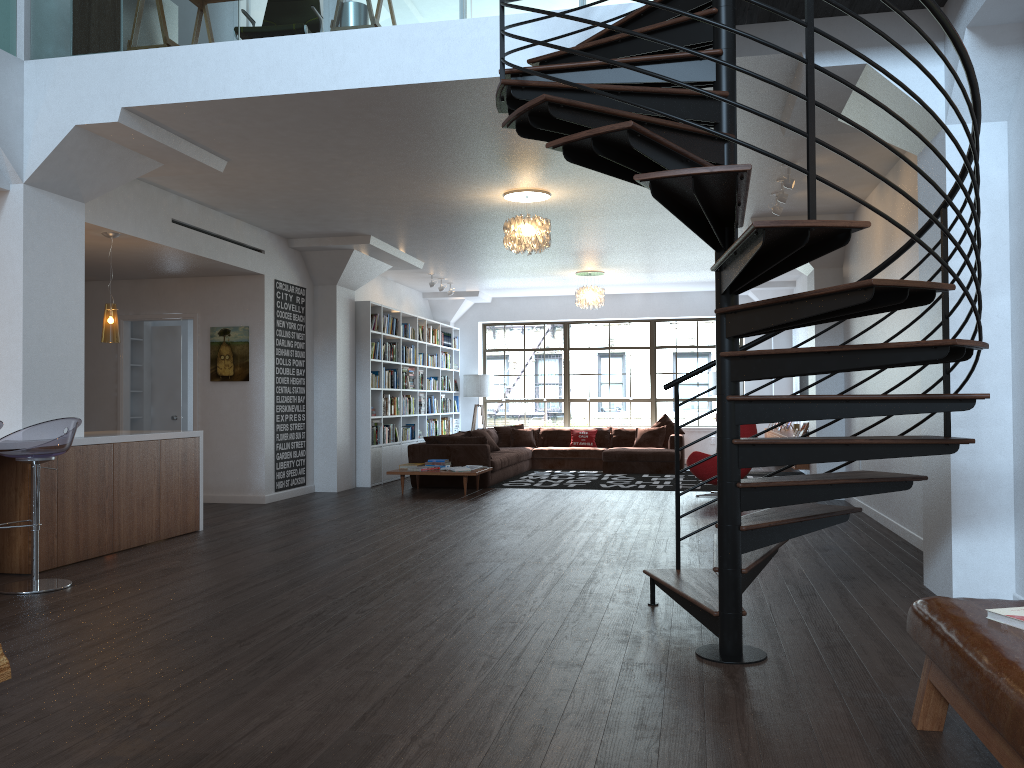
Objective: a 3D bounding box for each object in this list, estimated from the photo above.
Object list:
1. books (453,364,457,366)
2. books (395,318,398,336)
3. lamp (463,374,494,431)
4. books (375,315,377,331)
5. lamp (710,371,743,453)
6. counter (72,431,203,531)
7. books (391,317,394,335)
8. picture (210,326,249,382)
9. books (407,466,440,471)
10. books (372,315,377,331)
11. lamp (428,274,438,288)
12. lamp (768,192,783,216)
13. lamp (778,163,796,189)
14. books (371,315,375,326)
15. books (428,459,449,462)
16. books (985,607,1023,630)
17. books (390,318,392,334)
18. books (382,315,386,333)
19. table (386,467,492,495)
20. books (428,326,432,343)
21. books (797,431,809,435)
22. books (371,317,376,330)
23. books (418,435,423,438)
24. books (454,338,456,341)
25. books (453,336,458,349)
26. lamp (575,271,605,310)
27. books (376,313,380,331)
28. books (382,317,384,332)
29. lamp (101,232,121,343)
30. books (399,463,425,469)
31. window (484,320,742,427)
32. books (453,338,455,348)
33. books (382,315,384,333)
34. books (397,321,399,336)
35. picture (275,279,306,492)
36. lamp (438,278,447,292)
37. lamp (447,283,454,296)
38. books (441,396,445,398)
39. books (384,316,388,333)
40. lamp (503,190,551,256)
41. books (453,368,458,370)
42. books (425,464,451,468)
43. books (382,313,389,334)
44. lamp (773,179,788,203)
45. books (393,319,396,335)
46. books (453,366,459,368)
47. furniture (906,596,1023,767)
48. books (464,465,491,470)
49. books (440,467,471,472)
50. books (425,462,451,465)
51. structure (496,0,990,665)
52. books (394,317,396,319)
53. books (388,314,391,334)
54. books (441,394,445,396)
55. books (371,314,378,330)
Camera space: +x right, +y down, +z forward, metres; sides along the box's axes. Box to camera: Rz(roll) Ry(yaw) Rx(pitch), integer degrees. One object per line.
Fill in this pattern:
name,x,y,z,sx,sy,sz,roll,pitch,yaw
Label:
books,-1.117,-0.334,15.684,0.174,0.032,0.254,1,-2,-43
books,-1.718,-0.804,12.608,0.182,0.255,0.077,-1,-1,12
lamp,-0.594,0.626,15.881,0.545,1.579,0.545,0,-1,1
books,-1.879,-0.805,11.810,0.161,0.222,0.084,-1,-1,12
lamp,3.610,0.581,14.916,0.545,1.579,0.545,-1,-1,23
counter,-3.000,0.756,3.727,3.039,0.860,8.182,0,-1,-18
books,-1.750,-0.806,12.421,0.182,0.253,0.098,-1,-1,12
picture,-3.107,-0.330,9.753,0.450,0.600,0.030,-1,-1,12
books,-1.074,1.027,10.770,0.236,0.035,0.340,-1,-1,37
books,-1.888,-0.803,11.777,0.161,0.218,0.101,-1,-1,12
lamp,-1.183,-1.529,13.138,0.120,0.211,0.111,1,-2,-44
lamp,2.433,-1.651,8.142,0.120,0.211,0.111,1,-2,-44
lamp,2.226,-1.670,7.139,0.120,0.211,0.111,0,-1,-14
books,-1.919,-0.804,11.625,0.182,0.215,0.188,-1,-1,12
books,-0.924,0.966,11.153,0.224,0.027,0.157,-1,-1,17
books,1.494,0.671,2.516,0.161,0.031,0.223,0,-1,-11
books,-1.760,-0.804,12.390,0.159,0.248,0.089,-1,-1,12
books,-1.822,-0.811,12.122,0.170,0.251,0.118,-1,-1,12
table,-0.870,1.181,10.851,1.100,0.271,0.853,-1,-1,12
books,-1.382,-0.791,14.306,0.176,0.290,0.053,-1,-1,12
books,3.908,0.656,11.726,0.250,0.053,0.400,-1,-1,12
books,-1.909,-0.799,11.715,0.167,0.210,0.162,-1,-1,12
books,-1.540,0.818,13.748,0.284,0.035,0.197,-1,-1,12
books,-1.068,-0.718,15.758,0.127,0.200,0.020,-1,-1,12
books,-1.045,-0.732,15.871,0.140,0.231,0.042,-1,-1,12
lamp,1.153,-1.373,13.096,0.442,0.539,0.441,0,-1,-36
books,-1.871,-0.818,11.884,0.170,0.251,0.118,-1,-1,12
books,-1.830,-0.797,12.048,0.161,0.222,0.084,-1,-1,12
lamp,-3.305,-0.790,7.308,0.149,0.900,0.149,0,-1,-33
books,-1.247,1.031,11.155,0.241,0.045,0.334,-1,-1,13
window,1.763,-0.171,16.037,4.648,1.905,0.114,-1,-1,12
books,-1.083,-0.712,15.691,0.134,0.184,0.030,-1,-1,12
books,-1.832,-0.810,12.080,0.159,0.248,0.089,-1,-1,12
books,-1.713,-0.793,12.677,0.167,0.233,0.077,-1,-1,12
picture,-2.562,0.023,10.299,0.021,2.380,0.800,-1,-1,12
lamp,-1.081,-1.520,13.633,0.120,0.211,0.111,0,-1,-29
lamp,-0.976,-1.510,14.141,0.120,0.211,0.111,0,-1,-14
books,-1.259,0.221,14.877,0.223,0.031,0.161,-1,-1,12
books,-1.808,-0.806,12.174,0.174,0.242,0.105,-1,-1,12
lamp,0.139,-1.466,8.139,0.442,0.539,0.441,0,-1,-36
books,-1.118,-0.267,15.688,0.284,0.035,0.197,-1,-2,42
books,-0.924,1.033,11.150,0.312,0.037,0.216,0,-1,2
books,-1.796,-0.828,12.261,0.176,0.293,0.125,-1,-1,12
lamp,2.331,-1.661,7.647,0.120,0.211,0.111,0,-1,-29
books,-1.737,-0.800,12.507,0.174,0.243,0.085,-1,-1,12
books,-1.118,-0.301,15.689,0.284,0.033,0.197,-1,-1,27
furniture,1.608,0.898,2.065,0.907,0.453,1.819,-1,-1,12
books,-0.461,1.027,10.986,0.256,0.035,0.350,-1,-1,37
books,-0.682,1.021,10.680,0.231,0.040,0.342,1,-1,-38
books,-0.928,0.997,11.155,0.279,0.035,0.191,-1,-1,22
structure,0.930,-1.011,3.863,1.998,4.352,1.998,0,-1,-28
books,-1.749,-0.810,12.566,0.180,0.265,0.103,-1,-1,12
books,-1.788,-0.826,12.323,0.197,0.290,0.136,-1,-1,12
books,-1.257,0.192,14.886,0.224,0.030,0.161,-1,-1,22
books,-1.881,-0.817,11.842,0.159,0.248,0.089,-1,-1,12
